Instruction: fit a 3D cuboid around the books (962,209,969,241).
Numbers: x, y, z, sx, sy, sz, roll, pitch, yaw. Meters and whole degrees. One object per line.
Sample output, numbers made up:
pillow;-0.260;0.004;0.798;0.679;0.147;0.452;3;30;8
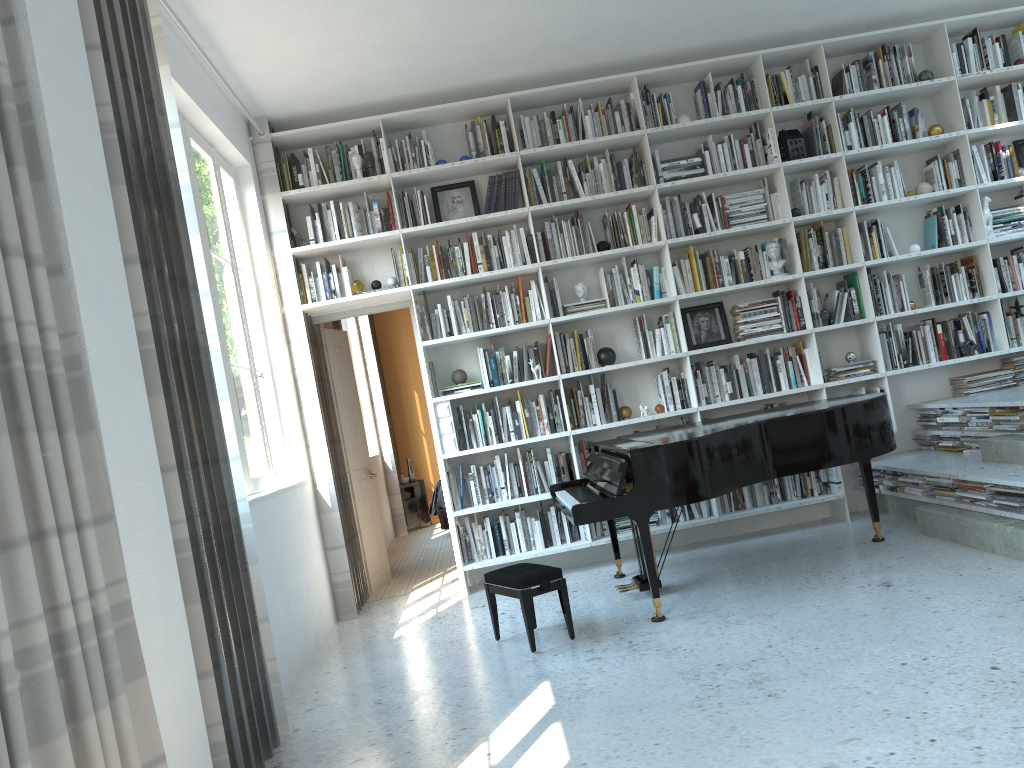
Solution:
books;3.045;-1.052;6.038;0.013;0.244;0.158;-10;-1;-3

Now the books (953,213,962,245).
books;2.982;-1.031;6.020;0.012;0.224;0.178;-10;-1;-3

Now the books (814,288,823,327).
books;2.039;-0.504;5.992;0.012;0.266;0.157;-10;-1;-3

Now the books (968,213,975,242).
books;3.077;-1.042;6.037;0.023;0.212;0.164;-10;-1;-3

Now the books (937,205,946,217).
books;2.924;-1.056;6.039;0.013;0.295;0.154;-10;-1;-3

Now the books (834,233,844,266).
books;2.187;-0.892;6.002;0.028;0.239;0.145;-10;-1;-3

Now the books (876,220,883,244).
books;2.466;-0.961;6.012;0.006;0.273;0.167;-10;-1;-3

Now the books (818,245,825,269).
books;2.070;-0.840;6.011;0.030;0.181;0.131;-10;-1;-3

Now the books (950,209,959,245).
books;2.965;-1.045;6.027;0.015;0.259;0.152;-10;-1;-3

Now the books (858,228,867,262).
books;2.318;-0.941;5.996;0.035;0.287;0.191;-10;-1;-3

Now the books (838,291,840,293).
books;2.164;-0.504;5.996;0.095;0.226;0.144;-10;-1;-3

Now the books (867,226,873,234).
books;2.420;-0.936;6.009;0.008;0.242;0.169;-10;-1;-3

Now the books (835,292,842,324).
books;2.176;-0.500;5.992;0.090;0.212;0.143;-10;-1;-3

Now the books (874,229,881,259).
books;2.444;-0.925;6.001;0.007;0.211;0.158;-10;-1;-3

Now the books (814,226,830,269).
books;2.081;-0.900;5.974;0.019;0.293;0.182;-10;-1;-3

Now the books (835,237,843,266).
books;2.166;-0.870;5.981;0.034;0.204;0.181;-10;-1;-3

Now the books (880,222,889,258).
books;2.499;-0.956;6.021;0.007;0.254;0.161;-10;-1;-3

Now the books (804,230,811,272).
books;1.969;-0.879;5.980;0.035;0.293;0.145;-10;-1;-3

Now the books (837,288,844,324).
books;2.189;-0.517;5.991;0.094;0.238;0.149;-10;-1;-3

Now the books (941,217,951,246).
books;2.910;-1.010;6.021;0.006;0.209;0.188;-10;-1;-3

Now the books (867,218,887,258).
books;2.474;-0.969;6.012;0.013;0.287;0.159;-10;-1;-3

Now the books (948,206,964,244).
books;2.996;-1.058;6.037;0.032;0.274;0.154;-10;-1;-3

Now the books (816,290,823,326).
books;2.064;-0.500;5.994;0.035;0.248;0.141;-10;-1;-3

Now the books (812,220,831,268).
books;2.089;-0.924;5.993;0.021;0.337;0.169;-10;-1;-3

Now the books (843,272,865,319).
books;2.311;-0.585;5.988;0.014;0.325;0.183;-10;-1;-3

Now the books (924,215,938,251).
books;2.849;-1.013;6.032;0.056;0.241;0.153;-10;-1;-3

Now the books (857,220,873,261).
books;2.363;-0.945;5.982;0.013;0.279;0.191;-10;-1;-3

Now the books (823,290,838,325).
books;2.132;-0.501;5.970;0.095;0.228;0.190;-10;-1;-3

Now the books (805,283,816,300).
books;2.023;-0.523;5.983;0.013;0.307;0.141;-10;-1;-3

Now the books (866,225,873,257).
books;2.391;-0.938;6.012;0.013;0.256;0.144;-10;-1;-3

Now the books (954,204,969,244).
books;3.019;-1.063;6.016;0.012;0.273;0.184;-10;-1;-3

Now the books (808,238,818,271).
books;2.006;-0.855;5.986;0.015;0.231;0.180;-10;-1;-3

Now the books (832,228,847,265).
books;2.208;-0.909;5.998;0.032;0.266;0.143;-10;-1;-3

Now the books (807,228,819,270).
books;2.017;-0.888;5.985;0.019;0.294;0.163;-10;-1;-3

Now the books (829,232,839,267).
books;2.139;-0.885;5.973;0.027;0.242;0.188;-10;-1;-3

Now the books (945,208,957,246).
books;2.949;-1.044;6.026;0.018;0.263;0.165;-10;-1;-3

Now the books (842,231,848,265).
books;2.228;-0.903;6.014;0.019;0.247;0.149;-10;-1;-3

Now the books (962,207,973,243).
books;3.057;-1.059;6.021;0.011;0.252;0.169;-10;-1;-3

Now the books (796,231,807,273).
books;1.943;-0.874;5.983;0.035;0.293;0.145;-10;-1;-3

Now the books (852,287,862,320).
books;2.303;-0.533;5.989;0.021;0.226;0.148;-10;-1;-3

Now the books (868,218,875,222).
books;2.483;-0.976;6.055;0.011;0.300;0.088;-10;-1;-3

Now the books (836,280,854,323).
books;2.251;-0.554;5.997;0.013;0.285;0.138;-10;-1;-3

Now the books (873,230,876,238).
books;2.433;-0.922;6.009;0.014;0.209;0.156;-10;-1;-3

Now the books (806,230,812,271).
books;1.980;-0.881;5.995;0.035;0.293;0.145;-10;-1;-3

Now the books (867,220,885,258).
books;2.461;-0.958;6.006;0.006;0.270;0.178;-10;-1;-3

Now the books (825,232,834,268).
books;2.114;-0.885;5.996;0.033;0.253;0.174;-10;-1;-3

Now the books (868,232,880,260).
books;2.413;-0.910;5.981;0.017;0.192;0.191;-10;-1;-3

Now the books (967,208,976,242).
books;3.091;-1.062;6.029;0.010;0.245;0.158;-10;-1;-3

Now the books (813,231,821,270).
books;2.037;-0.883;6.008;0.035;0.278;0.139;-10;-1;-3

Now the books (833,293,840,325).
books;2.151;-0.495;5.975;0.089;0.210;0.176;-10;-1;-3

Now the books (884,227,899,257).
books;2.534;-0.940;5.994;0.051;0.210;0.176;-10;-1;-3

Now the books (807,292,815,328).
books;1.981;-0.487;5.985;0.028;0.253;0.142;-10;-1;-3

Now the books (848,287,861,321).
books;2.279;-0.527;5.977;0.029;0.223;0.171;-10;-1;-3

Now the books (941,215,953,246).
books;2.918;-1.016;6.022;0.013;0.219;0.187;-10;-1;-3

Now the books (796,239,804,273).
books;1.917;-0.846;6.008;0.013;0.247;0.176;-10;-1;-3

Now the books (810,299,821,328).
books;2.015;-0.463;5.966;0.027;0.192;0.182;-10;-1;-3

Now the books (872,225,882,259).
books;2.452;-0.942;6.014;0.017;0.243;0.132;-10;-1;-3

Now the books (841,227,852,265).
books;2.245;-0.917;6.012;0.033;0.268;0.142;-10;-1;-3

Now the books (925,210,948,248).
books;2.884;-1.033;6.027;0.021;0.264;0.174;-10;-1;-3
